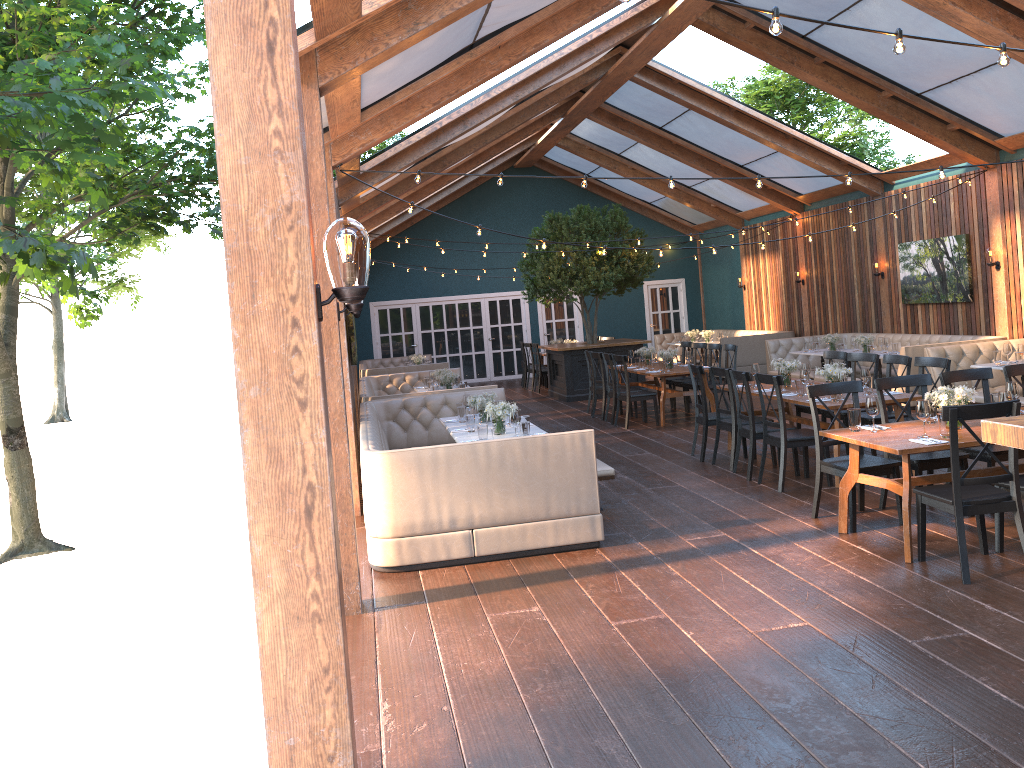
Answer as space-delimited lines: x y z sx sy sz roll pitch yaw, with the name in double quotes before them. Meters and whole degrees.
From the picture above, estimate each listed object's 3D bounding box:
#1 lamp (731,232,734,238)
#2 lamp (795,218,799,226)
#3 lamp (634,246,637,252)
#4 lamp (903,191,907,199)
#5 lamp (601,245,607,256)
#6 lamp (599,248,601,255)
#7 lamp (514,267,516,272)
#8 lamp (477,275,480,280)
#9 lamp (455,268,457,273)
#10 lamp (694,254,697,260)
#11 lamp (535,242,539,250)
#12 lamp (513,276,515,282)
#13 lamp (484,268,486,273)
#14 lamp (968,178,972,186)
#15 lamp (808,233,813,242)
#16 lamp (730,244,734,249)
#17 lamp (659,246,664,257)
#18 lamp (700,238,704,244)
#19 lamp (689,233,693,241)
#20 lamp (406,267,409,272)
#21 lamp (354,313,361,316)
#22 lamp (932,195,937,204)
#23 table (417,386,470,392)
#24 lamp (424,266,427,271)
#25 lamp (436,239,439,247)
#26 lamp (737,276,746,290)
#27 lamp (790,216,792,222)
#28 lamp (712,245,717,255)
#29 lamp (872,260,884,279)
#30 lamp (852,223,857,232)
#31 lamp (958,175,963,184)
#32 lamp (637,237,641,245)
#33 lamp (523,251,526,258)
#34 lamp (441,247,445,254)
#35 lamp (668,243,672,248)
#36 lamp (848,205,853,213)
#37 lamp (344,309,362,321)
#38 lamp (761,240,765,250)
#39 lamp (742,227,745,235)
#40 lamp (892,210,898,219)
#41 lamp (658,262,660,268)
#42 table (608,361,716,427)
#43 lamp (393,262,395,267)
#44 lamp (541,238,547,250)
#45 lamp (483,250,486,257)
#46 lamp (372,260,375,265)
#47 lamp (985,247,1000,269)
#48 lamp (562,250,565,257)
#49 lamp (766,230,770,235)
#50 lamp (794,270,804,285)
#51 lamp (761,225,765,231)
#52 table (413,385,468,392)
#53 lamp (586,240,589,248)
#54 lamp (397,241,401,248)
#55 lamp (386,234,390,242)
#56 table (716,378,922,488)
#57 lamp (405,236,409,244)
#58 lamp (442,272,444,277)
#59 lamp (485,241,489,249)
"lamp" 4.272 -2.877 17.121 0.056 0.121 0.056 -5 2 -28
"lamp" 4.137 -2.352 12.836 0.056 0.121 0.056 -4 2 11
"lamp" 2.252 -2.458 16.117 0.060 0.119 0.056 -5 2 -24
"lamp" 5.597 -2.695 12.596 0.056 0.120 0.056 -3 2 33
"lamp" 1.000 -1.453 9.627 0.056 0.120 0.056 -3 2 40
"lamp" 1.570 -2.364 15.791 0.056 0.121 0.056 -4 2 16
"lamp" 0.067 -2.723 20.978 0.067 0.117 0.057 -3 2 34
"lamp" -0.709 -2.257 18.803 0.056 0.115 0.074 -3 2 33
"lamp" -1.286 -2.599 20.265 0.056 0.120 0.056 -5 2 -8
"lamp" 3.779 -2.616 18.221 0.056 0.121 0.056 -6 2 -32
"lamp" 0.373 -2.079 13.311 0.056 0.121 0.056 -5 2 -1
"lamp" 0.039 -2.232 18.770 0.056 0.119 0.060 -4 2 27
"lamp" -0.639 -2.644 20.635 0.056 0.121 0.056 -4 2 14
"lamp" 6.336 -2.795 12.253 0.063 0.119 0.056 -5 2 -27
"lamp" 3.709 -1.823 11.002 0.056 0.121 0.056 -5 2 -22
"lamp" 4.504 -2.811 18.086 0.056 0.118 0.066 -6 2 -34
"lamp" 1.680 -1.491 9.984 0.056 0.121 0.056 -5 2 -11
"lamp" 3.604 -2.709 16.777 0.056 0.117 0.068 -5 2 -13
"lamp" 2.638 -2.166 13.042 0.056 0.121 0.056 -4 2 5
"lamp" -2.235 -2.449 18.939 0.060 0.119 0.056 -5 2 -16
"lamp" -1.937 -0.942 10.894 0.178 0.320 0.146 -5 2 -10
"lamp" 5.699 -2.493 11.949 0.060 0.119 0.056 -4 2 13
"table" -0.935 0.430 12.838 0.799 0.671 0.800 -5 3 -9
"lamp" -1.948 -2.603 19.888 0.056 0.120 0.056 -4 2 5
"lamp" -1.137 -2.149 13.467 0.056 0.121 0.056 -4 2 15
"lamp" 5.311 -2.340 20.537 0.178 0.320 0.146 -5 2 -10
"lamp" 5.603 -3.311 17.754 0.056 0.120 0.056 -4 2 19
"lamp" 2.362 -1.569 10.326 0.056 0.120 0.056 -5 2 -4
"lamp" 6.251 -1.953 15.123 0.178 0.320 0.146 -5 2 -10
"lamp" 4.381 -2.007 11.327 0.056 0.120 0.056 -4 2 18
"lamp" 6.315 -2.878 12.468 0.056 0.121 0.056 -4 2 12
"lamp" 1.882 -2.118 13.134 0.056 0.121 0.056 -6 2 -35
"lamp" 0.213 -2.214 15.098 0.056 0.120 0.056 -5 2 -22
"lamp" -1.120 -2.167 14.359 0.056 0.119 0.062 -3 2 32
"lamp" 2.934 -2.572 16.449 0.060 0.119 0.056 -4 2 14
"lamp" 4.867 -2.515 12.733 0.063 0.118 0.056 -5 2 -16
"lamp" -1.469 -0.749 8.201 0.178 0.320 0.146 -5 2 -10
"lamp" 3.028 -1.679 10.681 0.056 0.120 0.056 -4 2 9
"lamp" 3.386 -2.237 12.961 0.056 0.117 0.067 -3 3 44
"lamp" 5.044 -2.230 11.644 0.071 0.116 0.056 -4 2 13
"lamp" 3.040 -2.473 18.361 0.056 0.121 0.056 -6 2 -33
"table" 2.231 0.107 13.344 0.951 0.728 2.436 -5 5 -9
"lamp" -2.612 -2.641 19.512 0.056 0.121 0.056 -5 2 -25
"lamp" 0.333 -1.467 9.262 0.056 0.120 0.056 -5 2 -13
"lamp" -0.459 -2.172 14.736 0.056 0.120 0.056 -6 2 -44
"lamp" -2.978 -2.598 18.977 0.076 0.113 0.056 -3 2 36
"lamp" 6.724 -1.758 12.395 0.178 0.320 0.146 -5 2 -10
"lamp" 0.894 -2.281 15.439 0.056 0.121 0.056 -5 2 -29
"lamp" 5.199 -3.075 17.959 0.074 0.115 0.056 -5 2 -4
"lamp" 5.781 -2.146 17.829 0.178 0.320 0.146 -5 2 -10
"lamp" 4.944 -3.076 17.426 0.064 0.118 0.056 -5 2 -1
"table" -1.074 0.373 13.642 0.799 0.671 0.800 -5 3 -11
"lamp" 1.132 -2.088 13.232 0.056 0.121 0.056 -4 2 31
"lamp" -1.787 -2.210 13.997 0.056 0.118 0.065 -3 2 39
"lamp" -1.898 -2.232 13.534 0.056 0.120 0.056 -6 2 -44
"table" 3.002 0.424 8.899 0.951 0.728 2.436 -5 5 -9
"lamp" -1.610 -2.203 13.509 0.056 0.121 0.056 -5 2 -7
"lamp" -1.476 -2.334 18.892 0.056 0.119 0.059 -5 2 -5
"lamp" -0.385 -2.098 13.391 0.056 0.121 0.056 -4 2 3
